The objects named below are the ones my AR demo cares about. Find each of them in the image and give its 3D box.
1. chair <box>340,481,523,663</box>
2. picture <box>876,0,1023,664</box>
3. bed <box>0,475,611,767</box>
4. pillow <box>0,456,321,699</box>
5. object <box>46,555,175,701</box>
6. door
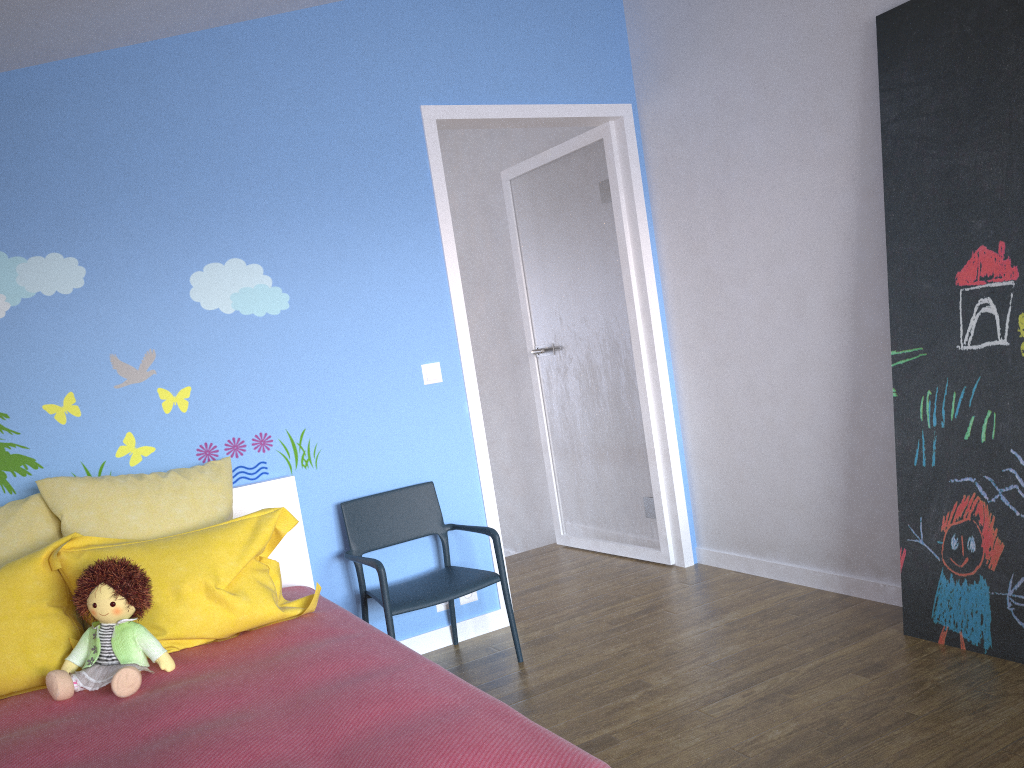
[{"bbox_3d":[-0.329,0.736,3.262,0.509,0.678,0.416,-12,6,-32],"label":"chair"},{"bbox_3d":[1.474,-0.187,2.487,0.206,2.029,0.957,-12,6,-29],"label":"picture"},{"bbox_3d":[-0.846,0.811,1.885,1.917,0.815,2.318,-10,3,-29],"label":"bed"},{"bbox_3d":[-1.286,0.543,2.533,1.339,0.534,0.679,-10,4,-27],"label":"pillow"},{"bbox_3d":[-1.021,0.612,2.225,0.286,0.343,0.250,-8,5,6],"label":"object"},{"bbox_3d":[0.009,-0.102,4.254,1.028,2.139,0.998,-12,6,-28],"label":"door"}]
